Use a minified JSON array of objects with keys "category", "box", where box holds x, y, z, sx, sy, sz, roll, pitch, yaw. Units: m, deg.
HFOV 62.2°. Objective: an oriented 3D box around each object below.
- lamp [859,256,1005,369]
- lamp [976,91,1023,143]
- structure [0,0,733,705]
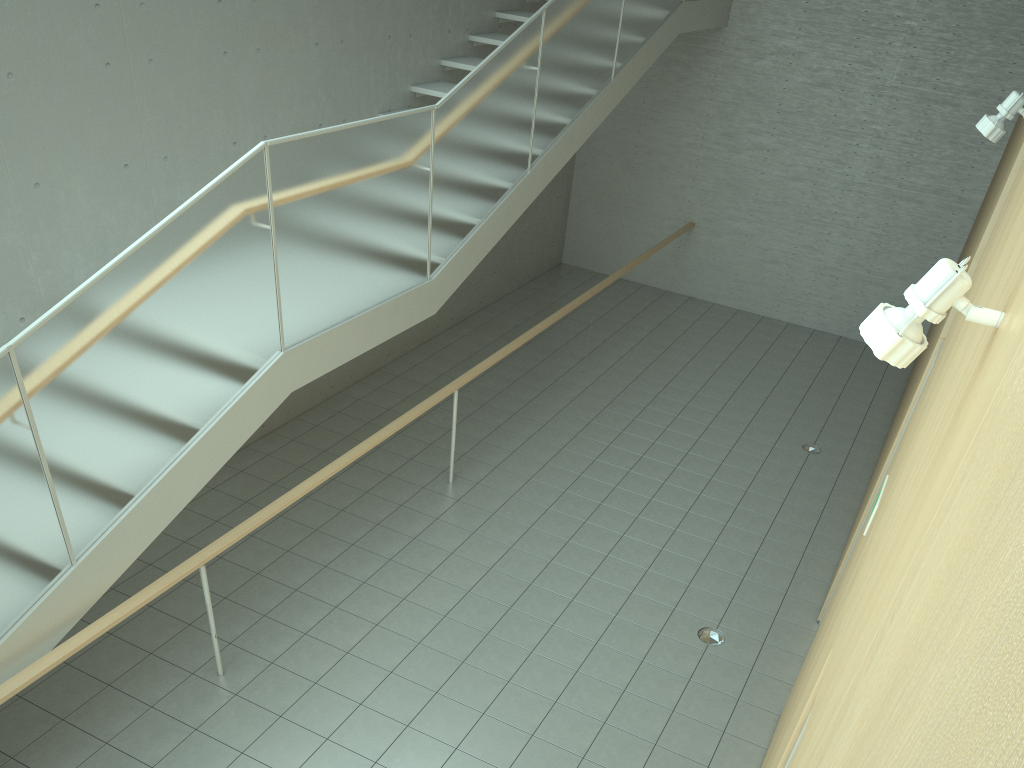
[{"category":"lamp","box":[0.761,-0.130,1.531,0.231,0.226,0.122,9,33,3]},{"category":"lamp","box":[2.093,-1.126,3.577,0.231,0.226,0.122,9,33,3]},{"category":"structure","box":[-1.314,-1.059,5.709,1.820,4.917,11.278,22,34,23]}]
